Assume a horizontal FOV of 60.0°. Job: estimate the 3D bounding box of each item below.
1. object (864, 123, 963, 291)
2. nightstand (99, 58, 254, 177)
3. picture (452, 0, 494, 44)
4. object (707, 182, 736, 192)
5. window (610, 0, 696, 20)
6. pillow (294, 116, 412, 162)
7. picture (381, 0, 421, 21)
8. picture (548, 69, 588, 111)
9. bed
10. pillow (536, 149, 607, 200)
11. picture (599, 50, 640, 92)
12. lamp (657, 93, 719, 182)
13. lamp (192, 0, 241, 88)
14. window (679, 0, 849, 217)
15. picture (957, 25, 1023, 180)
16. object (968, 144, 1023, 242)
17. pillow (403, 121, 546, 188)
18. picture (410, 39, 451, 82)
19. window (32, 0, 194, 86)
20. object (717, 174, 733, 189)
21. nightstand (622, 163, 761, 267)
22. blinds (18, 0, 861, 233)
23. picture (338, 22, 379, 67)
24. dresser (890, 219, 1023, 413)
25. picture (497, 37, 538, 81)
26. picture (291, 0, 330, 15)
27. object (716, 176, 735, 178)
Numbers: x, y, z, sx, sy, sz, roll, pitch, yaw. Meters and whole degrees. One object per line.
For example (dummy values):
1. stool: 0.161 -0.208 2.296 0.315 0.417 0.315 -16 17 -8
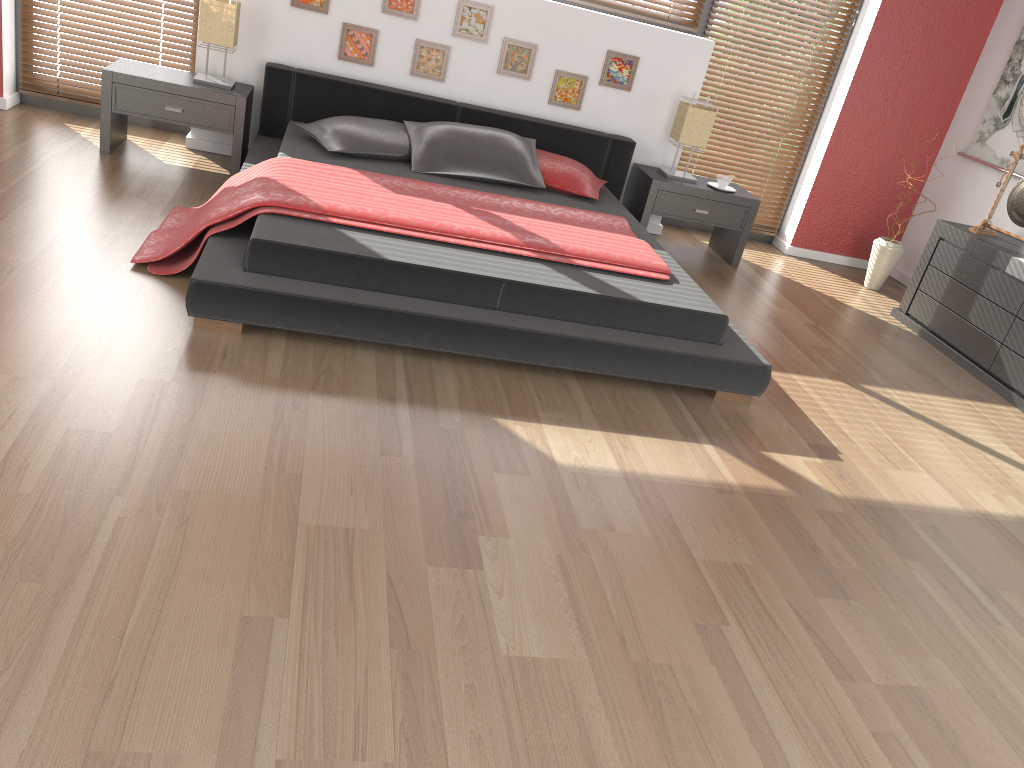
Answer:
1. object: 2.401 -1.090 5.549 0.422 1.035 0.364 -5 31 -36
2. nightstand: -1.788 -1.429 4.768 0.700 0.423 0.413 8 26 -14
3. picture: -0.219 -2.047 5.003 0.200 0.200 0.010 8 26 -14
4. object: 1.268 -1.190 5.370 0.179 0.012 0.179 18 25 9
5. window: -0.137 -2.774 5.042 2.817 0.786 0.020 8 26 -14
6. pillow: -0.710 -1.288 4.650 0.745 0.172 0.418 -5 31 -36
7. picture: -0.604 -2.131 4.891 0.200 0.200 0.010 8 26 -14
8. picture: 0.333 -1.742 5.260 0.200 0.200 0.010 8 26 -14
9. bed: -0.321 -0.864 4.180 2.469 0.577 2.413 8 26 -14
10. pillow: 0.159 -1.194 4.914 0.745 0.172 0.418 16 25 4
11. picture: 0.636 -1.854 5.254 0.200 0.200 0.010 8 26 -14
12. lamp: 1.059 -1.482 5.289 0.200 0.480 0.200 8 26 -14
13. lamp: -1.538 -1.832 4.647 0.200 0.480 0.200 8 26 -14
14. window: 1.618 -2.043 5.734 0.889 1.893 0.020 8 26 -14
15. picture: 3.071 -1.871 5.139 0.028 1.270 0.701 8 26 -14
16. object: 2.738 -0.964 4.665 0.173 0.498 0.490 0 28 -27
17. pillow: -0.192 -1.227 4.674 0.744 0.241 0.386 6 26 -18
18. picture: -0.466 -1.845 5.064 0.200 0.200 0.010 8 26 -14
19. window: -2.138 -2.549 4.805 0.889 1.893 0.020 8 26 -14
20. object: 1.275 -1.219 5.356 0.099 0.069 0.099 18 25 9
21. nightstand: 1.077 -1.042 5.476 0.700 0.423 0.413 8 26 -14
22. blinds: -0.259 -2.234 5.224 4.840 1.952 0.032 8 26 -14
23. picture: -0.861 -1.899 4.966 0.200 0.200 0.010 8 26 -14
24. dresser: 2.715 -0.249 4.463 0.540 0.608 1.740 8 26 -14
25. picture: 0.031 -1.880 5.134 0.200 0.200 0.010 8 26 -14
26. picture: -1.086 -2.130 4.806 0.200 0.200 0.010 8 26 -14
27. object: 1.283 -1.245 5.325 0.192 0.007 0.007 -9 34 -41
